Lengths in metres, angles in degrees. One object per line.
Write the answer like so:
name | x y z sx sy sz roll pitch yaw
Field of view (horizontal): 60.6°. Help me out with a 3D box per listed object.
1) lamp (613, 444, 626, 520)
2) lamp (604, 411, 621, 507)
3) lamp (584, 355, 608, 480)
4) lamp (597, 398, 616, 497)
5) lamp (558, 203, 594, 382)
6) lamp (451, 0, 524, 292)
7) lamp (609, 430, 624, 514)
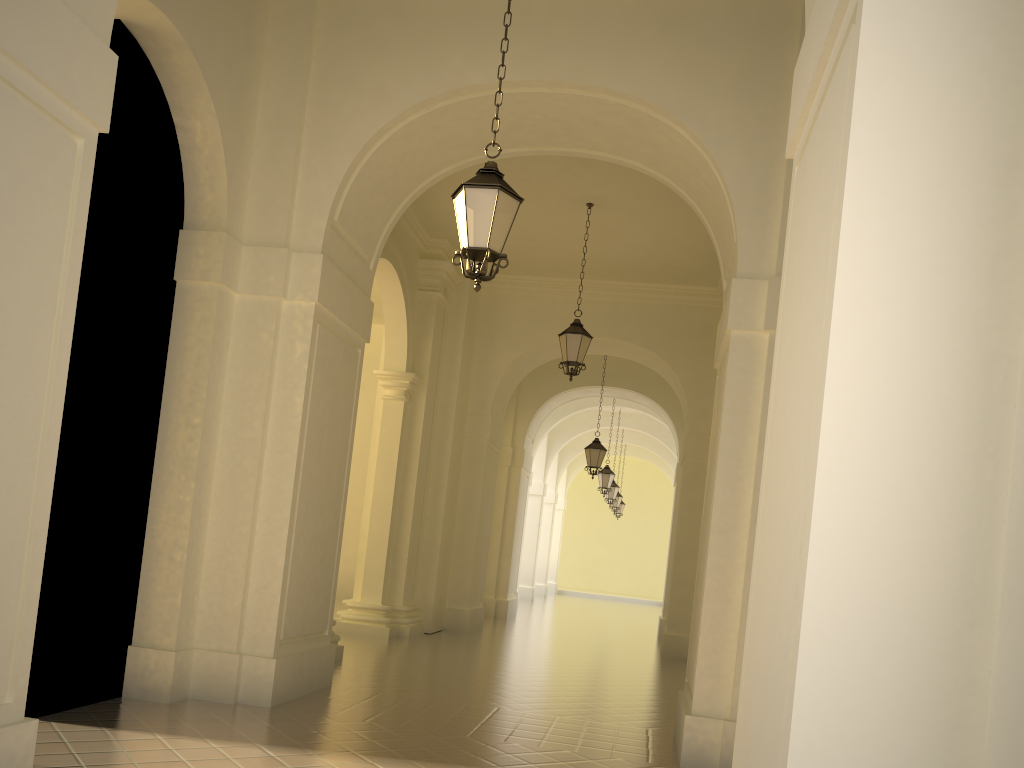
lamp | 4.412 3.815 35.129 0.509 3.290 0.446 6 -2 9
lamp | 3.257 2.247 27.596 0.509 3.290 0.446 6 -2 9
lamp | 1.902 0.408 18.761 0.445 3.290 0.509 7 -2 -20
lamp | 2.667 1.446 23.748 0.509 3.290 0.446 6 -2 9
lamp | 0.967 -1.296 12.402 0.439 2.550 0.516 5 -3 39
lamp | -0.058 -2.252 5.980 0.445 3.290 0.509 7 -2 -20
lamp | 3.836 3.033 31.374 0.509 3.290 0.446 6 -2 9
